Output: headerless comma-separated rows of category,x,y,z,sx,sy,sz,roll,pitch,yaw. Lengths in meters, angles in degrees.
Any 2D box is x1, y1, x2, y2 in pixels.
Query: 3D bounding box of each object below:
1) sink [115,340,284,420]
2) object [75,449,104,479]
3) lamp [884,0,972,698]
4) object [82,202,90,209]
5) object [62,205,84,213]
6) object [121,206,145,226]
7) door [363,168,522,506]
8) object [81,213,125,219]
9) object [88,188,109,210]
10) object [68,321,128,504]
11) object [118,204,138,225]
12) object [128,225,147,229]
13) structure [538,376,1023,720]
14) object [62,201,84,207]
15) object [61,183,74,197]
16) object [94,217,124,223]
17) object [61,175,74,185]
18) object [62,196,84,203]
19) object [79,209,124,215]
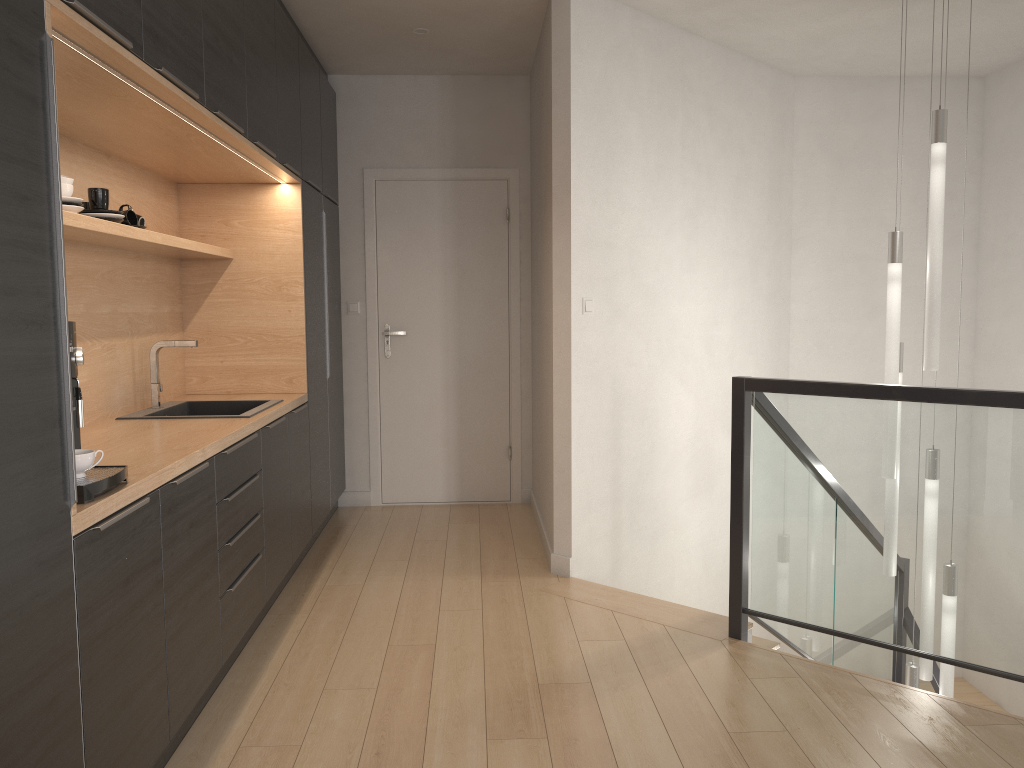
sink,-1.285,0.075,3.731,0.512,0.518,0.626,-1,5,-3
object,-1.011,0.186,2.046,0.099,0.057,0.095,0,5,0
lamp,1.855,-0.931,3.948,0.359,6.725,0.359,3,6,34
object,-1.488,-0.593,3.135,0.084,0.092,0.066,0,5,4
object,-1.364,-0.519,2.663,0.145,0.025,0.145,-2,5,-16
object,-1.436,-0.628,3.335,0.100,0.093,0.066,0,5,7
door,-0.432,-0.284,5.633,0.974,2.136,0.085,-1,5,-3
object,-1.398,-0.563,3.023,0.145,0.025,0.145,1,5,11
object,-1.400,-0.616,3.008,0.066,0.092,0.084,-4,6,-34
object,-1.220,0.043,2.196,0.584,0.398,0.618,-1,5,-2
object,-1.441,-0.617,3.273,0.100,0.093,0.066,1,5,12
object,-1.438,-0.575,3.302,0.145,0.025,0.145,0,5,0
structure,2.617,2.102,3.709,4.190,4.339,2.823,4,7,42
object,-1.366,-0.530,2.665,0.145,0.025,0.145,-2,5,-16
object,-1.368,-0.568,2.662,0.095,0.057,0.099,-3,6,-30
object,-1.400,-0.550,3.021,0.145,0.025,0.145,1,5,11
object,-1.366,-0.602,2.656,0.098,0.075,0.095,0,5,9
object,-1.364,-0.543,2.661,0.145,0.025,0.145,-2,5,-16
object,-1.400,-0.575,3.019,0.145,0.025,0.145,1,5,11
